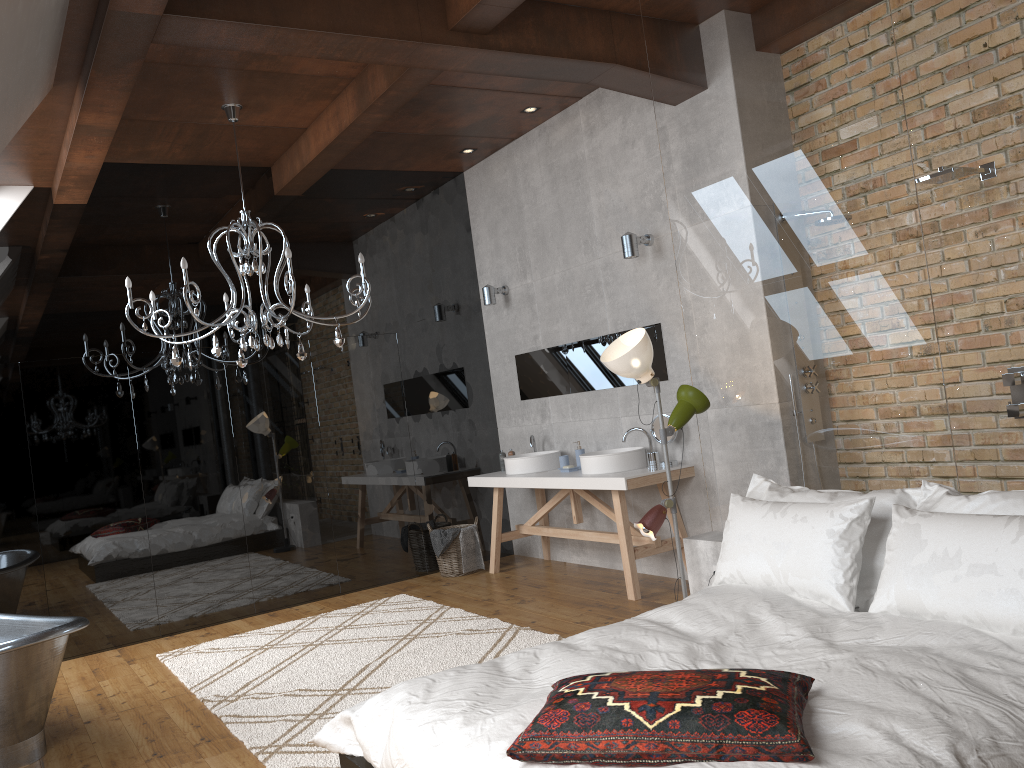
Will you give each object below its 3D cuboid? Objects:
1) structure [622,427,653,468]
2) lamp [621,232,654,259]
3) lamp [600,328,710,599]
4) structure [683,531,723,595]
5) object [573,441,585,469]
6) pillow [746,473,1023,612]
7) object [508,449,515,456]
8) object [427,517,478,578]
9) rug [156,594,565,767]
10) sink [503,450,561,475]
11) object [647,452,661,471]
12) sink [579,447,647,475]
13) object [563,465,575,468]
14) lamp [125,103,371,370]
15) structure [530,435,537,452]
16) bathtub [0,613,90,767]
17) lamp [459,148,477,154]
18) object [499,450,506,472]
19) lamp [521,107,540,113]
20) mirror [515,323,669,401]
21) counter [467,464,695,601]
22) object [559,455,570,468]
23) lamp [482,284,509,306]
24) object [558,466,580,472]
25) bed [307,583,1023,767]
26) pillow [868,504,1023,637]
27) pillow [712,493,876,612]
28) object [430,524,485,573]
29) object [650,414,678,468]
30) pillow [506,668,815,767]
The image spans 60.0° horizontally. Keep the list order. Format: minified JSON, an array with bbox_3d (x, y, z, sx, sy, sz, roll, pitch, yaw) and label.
[{"bbox_3d":[0.865,0.417,5.865,0.141,0.268,0.242,-7,-2,-37],"label":"structure"},{"bbox_3d":[0.816,-0.902,5.728,0.243,0.168,0.101,-7,-2,-31],"label":"lamp"},{"bbox_3d":[0.769,0.504,4.376,0.561,1.582,0.270,-7,-2,-34],"label":"lamp"},{"bbox_3d":[1.721,0.903,3.394,0.206,0.494,2.820,-7,-2,-31],"label":"structure"},{"bbox_3d":[0.495,0.513,6.420,0.076,0.201,0.076,-7,-2,-38],"label":"object"},{"bbox_3d":[1.463,0.610,3.302,0.358,0.517,1.746,-7,-2,-32],"label":"pillow"},{"bbox_3d":[0.004,0.610,7.169,0.058,0.172,0.058,-9,-2,44],"label":"object"},{"bbox_3d":[-0.452,1.311,7.147,0.393,0.432,0.393,-7,-2,-40],"label":"object"},{"bbox_3d":[-0.731,1.502,4.772,1.726,0.019,3.139,-7,-2,-31],"label":"rug"},{"bbox_3d":[0.161,0.602,6.799,0.445,0.128,0.442,-9,-2,41],"label":"sink"},{"bbox_3d":[0.888,0.485,5.563,0.073,0.111,0.073,-7,-2,-39],"label":"object"},{"bbox_3d":[0.677,0.514,5.942,0.442,0.128,0.445,-8,-1,23],"label":"sink"},{"bbox_3d":[0.404,0.596,6.319,0.067,0.035,0.084,-7,-1,-30],"label":"object"},{"bbox_3d":[-1.645,-0.942,5.521,1.409,1.594,1.409,-7,-1,-9],"label":"lamp"},{"bbox_3d":[0.165,0.537,7.027,0.141,0.268,0.242,-7,-1,-26],"label":"structure"},{"bbox_3d":[-2.687,1.429,4.203,1.811,0.652,0.872,-8,-2,31],"label":"bathtub"},{"bbox_3d":[-0.355,-1.888,7.149,0.113,0.027,0.115,-7,-2,-31],"label":"lamp"},{"bbox_3d":[-0.071,0.620,7.160,0.058,0.172,0.058,-9,-2,38],"label":"object"},{"bbox_3d":[0.132,-1.971,6.340,0.113,0.027,0.115,-7,-2,-31],"label":"lamp"},{"bbox_3d":[0.523,-0.131,6.549,0.007,0.377,1.838,-7,-2,-31],"label":"mirror"},{"bbox_3d":[0.478,1.000,6.360,0.630,0.765,2.011,-7,-2,-31],"label":"counter"},{"bbox_3d":[0.382,0.576,6.444,0.075,0.108,0.075,-8,-1,4],"label":"object"},{"bbox_3d":[-0.129,-0.740,7.296,0.243,0.168,0.101,-7,-2,-31],"label":"lamp"},{"bbox_3d":[0.405,0.610,6.319,0.100,0.031,0.147,-7,-2,-30],"label":"object"},{"bbox_3d":[0.782,1.038,2.666,2.169,0.442,2.300,-7,-2,-31],"label":"bed"},{"bbox_3d":[1.524,0.608,2.886,0.291,0.385,0.748,-7,-2,-32],"label":"pillow"},{"bbox_3d":[1.112,0.656,3.563,0.276,0.397,0.744,-7,-2,-32],"label":"pillow"},{"bbox_3d":[-0.465,1.321,7.099,0.357,0.361,0.378,-7,-1,-26],"label":"object"},{"bbox_3d":[0.984,0.361,5.693,0.192,0.338,0.118,-8,-1,15],"label":"object"},{"bbox_3d":[0.395,0.850,2.296,0.748,0.157,0.453,-8,-1,19],"label":"pillow"}]
